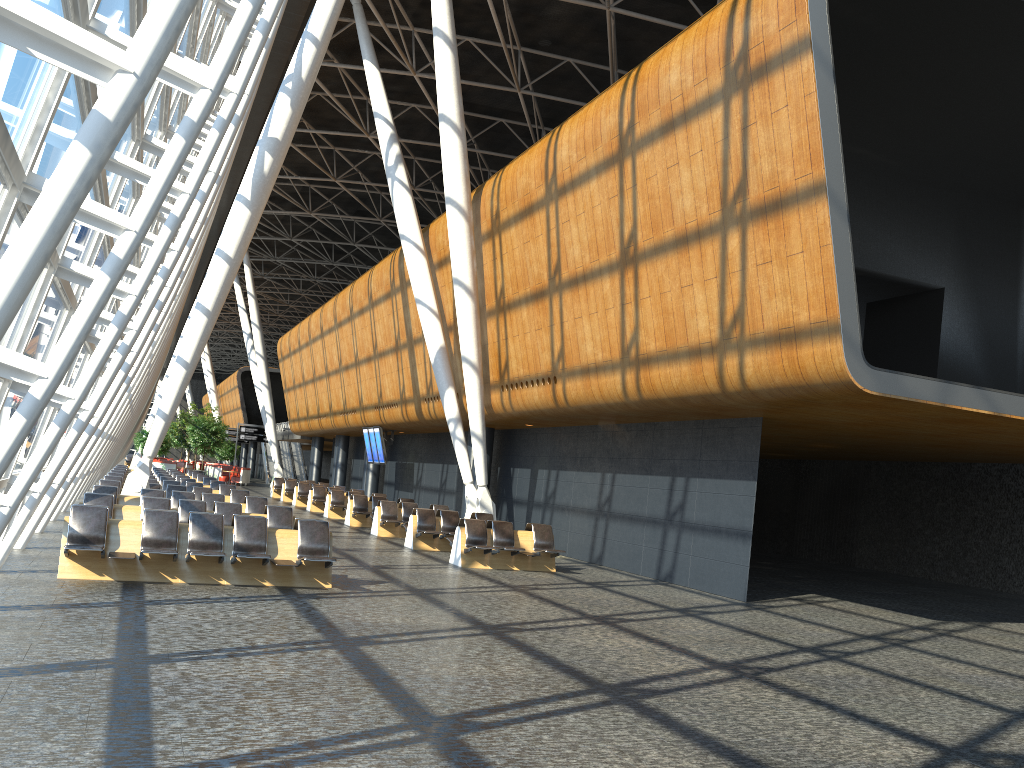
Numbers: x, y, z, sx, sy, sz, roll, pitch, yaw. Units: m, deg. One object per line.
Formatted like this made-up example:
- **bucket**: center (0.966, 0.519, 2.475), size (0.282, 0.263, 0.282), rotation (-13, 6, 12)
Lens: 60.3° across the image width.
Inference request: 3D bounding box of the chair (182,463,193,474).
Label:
- **chair**: center (-18.104, 4.864, 48.720), size (0.660, 1.009, 0.624), rotation (5, -2, 2)

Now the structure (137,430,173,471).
- **structure**: center (-18.996, 3.691, 46.814), size (1.774, 2.775, 1.743), rotation (4, -2, 25)

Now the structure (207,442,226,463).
- **structure**: center (-22.899, 5.643, 68.696), size (1.929, 2.991, 1.894), rotation (4, -2, 25)

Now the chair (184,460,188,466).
- **chair**: center (-23.107, 6.007, 63.179), size (0.664, 1.009, 0.620), rotation (7, -2, -38)

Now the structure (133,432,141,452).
- **structure**: center (-23.305, 4.336, 56.341), size (1.798, 2.809, 1.767), rotation (4, -2, 25)

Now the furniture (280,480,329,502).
- **furniture**: center (-8.368, 4.397, 35.833), size (1.904, 0.867, 1.660), rotation (7, -5, -23)

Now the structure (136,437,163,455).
- **structure**: center (-21.790, 4.127, 53.382), size (1.826, 2.847, 1.793), rotation (4, -2, 25)

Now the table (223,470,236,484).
- **table**: center (-16.248, 5.376, 50.662), size (0.799, 0.749, 0.801), rotation (6, -3, -7)

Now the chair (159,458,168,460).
- **chair**: center (-25.100, 5.798, 62.915), size (0.658, 1.009, 0.626), rotation (4, -2, 32)

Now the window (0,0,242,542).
- **window**: center (-30.262, -0.175, 72.419), size (3.733, 14.005, 166.264), rotation (5, -6, -23)

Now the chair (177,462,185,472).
- **chair**: center (-18.950, 4.907, 49.801), size (0.622, 1.009, 0.663), rotation (5, -2, 2)

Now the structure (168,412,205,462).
- **structure**: center (-24.136, 4.413, 65.579), size (3.093, 4.525, 5.767), rotation (5, -4, 0)

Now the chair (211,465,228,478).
- **chair**: center (-16.898, 5.224, 50.992), size (0.659, 1.009, 0.626), rotation (4, -2, 22)

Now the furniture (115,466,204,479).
- **furniture**: center (-13.379, 3.680, 33.426), size (3.265, 0.867, 1.660), rotation (8, -6, -23)

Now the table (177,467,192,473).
- **table**: center (-17.742, 4.917, 47.725), size (0.796, 0.749, 0.804), rotation (2, -4, 38)

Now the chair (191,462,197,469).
- **chair**: center (-21.305, 5.789, 59.725), size (0.659, 1.009, 0.625), rotation (5, -2, 12)

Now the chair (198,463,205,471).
- **chair**: center (-18.368, 5.294, 52.833), size (0.659, 1.009, 0.625), rotation (5, -2, 12)

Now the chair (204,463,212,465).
- **chair**: center (-19.446, 5.639, 56.840), size (0.620, 1.009, 0.665), rotation (4, -2, 22)

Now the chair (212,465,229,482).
- **chair**: center (-16.509, 5.144, 49.949), size (0.620, 1.009, 0.665), rotation (4, -2, 22)

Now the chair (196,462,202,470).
- **chair**: center (-20.599, 5.749, 58.781), size (0.621, 1.009, 0.664), rotation (5, -2, 12)

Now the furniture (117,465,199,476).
- **furniture**: center (-14.555, 3.878, 36.184), size (3.265, 0.867, 1.660), rotation (8, -6, -23)

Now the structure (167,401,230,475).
- **structure**: center (-18.279, 3.305, 50.734), size (3.108, 4.527, 5.794), rotation (6, -4, -30)

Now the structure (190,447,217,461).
- **structure**: center (-21.565, 4.761, 61.787), size (2.283, 3.471, 2.221), rotation (6, -2, -10)

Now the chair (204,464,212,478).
- **chair**: center (-17.662, 5.254, 51.890), size (0.621, 1.009, 0.664), rotation (5, -2, 12)

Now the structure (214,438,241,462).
- **structure**: center (-19.127, 5.024, 59.002), size (1.774, 2.775, 1.743), rotation (4, -2, 25)

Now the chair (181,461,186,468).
- **chair**: center (-21.041, 5.359, 55.611), size (0.660, 1.009, 0.624), rotation (5, -2, 2)

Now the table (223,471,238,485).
- **table**: center (-15.763, 5.260, 49.206), size (0.799, 0.749, 0.801), rotation (6, -3, -7)

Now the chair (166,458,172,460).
- **chair**: center (-25.295, 5.931, 64.277), size (0.620, 1.009, 0.665), rotation (4, -2, 32)

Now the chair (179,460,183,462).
- **chair**: center (-25.150, 6.158, 66.219), size (0.664, 1.009, 0.620), rotation (7, -2, -38)

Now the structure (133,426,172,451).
- **structure**: center (-20.208, 3.777, 49.448), size (1.857, 2.964, 1.930), rotation (4, -3, 41)

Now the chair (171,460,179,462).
- **chair**: center (-21.887, 5.402, 56.692), size (0.622, 1.009, 0.663), rotation (5, -2, 2)

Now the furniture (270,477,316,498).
- **furniture**: center (-9.543, 4.595, 38.591), size (1.904, 0.867, 1.660), rotation (7, -5, -23)
